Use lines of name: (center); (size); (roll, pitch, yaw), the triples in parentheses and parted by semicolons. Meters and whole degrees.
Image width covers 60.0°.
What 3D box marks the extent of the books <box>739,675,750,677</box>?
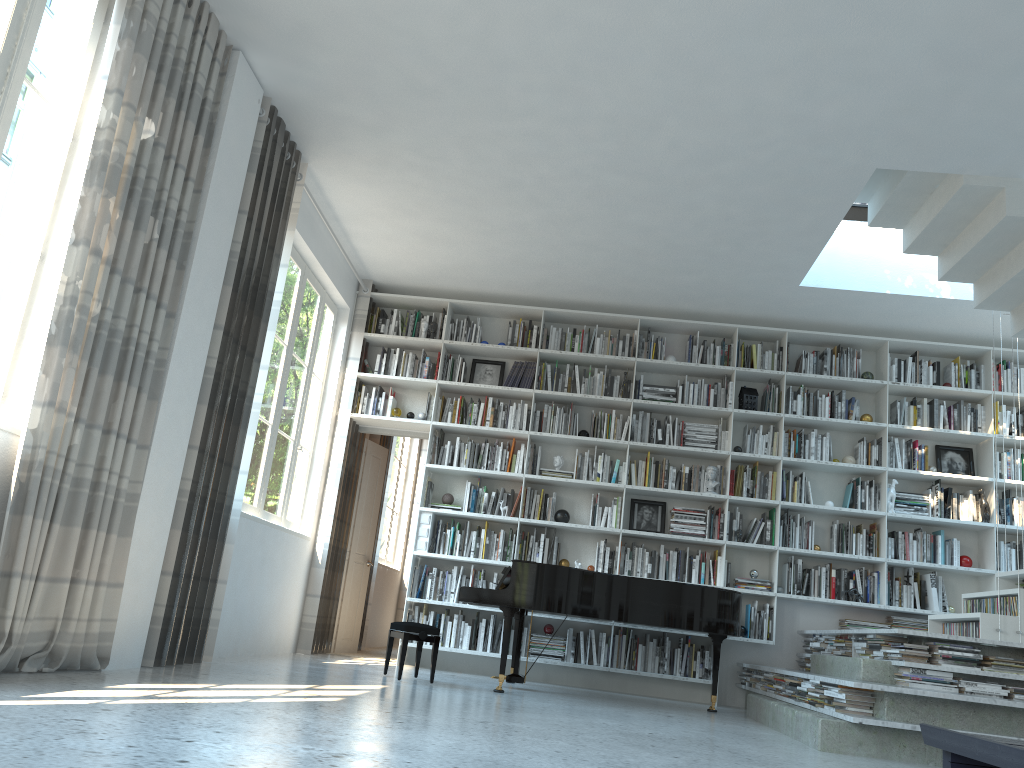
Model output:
books: (1.898, 2.300, 6.953); (0.188, 0.009, 0.211); (6, -15, 4)

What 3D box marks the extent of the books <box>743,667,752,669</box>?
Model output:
books: (1.911, 2.238, 6.969); (0.157, 0.007, 0.269); (4, -15, 10)

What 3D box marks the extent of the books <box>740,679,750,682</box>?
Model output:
books: (1.893, 2.334, 6.944); (0.179, 0.012, 0.262); (5, -15, 8)

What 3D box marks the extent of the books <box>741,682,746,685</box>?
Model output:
books: (1.901, 2.357, 6.937); (0.171, 0.015, 0.242); (6, -15, 5)

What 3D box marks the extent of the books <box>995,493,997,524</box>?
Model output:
books: (3.927, 1.039, 7.276); (0.025, 0.276, 0.161); (6, -15, 5)

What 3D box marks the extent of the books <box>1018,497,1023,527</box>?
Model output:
books: (4.142, 1.066, 7.249); (0.056, 0.260, 0.177); (6, -15, 5)

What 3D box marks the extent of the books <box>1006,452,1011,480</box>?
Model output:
books: (4.082, 0.708, 7.356); (0.026, 0.255, 0.174); (6, -15, 5)

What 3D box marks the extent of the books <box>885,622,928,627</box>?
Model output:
books: (3.159, 1.923, 7.096); (0.285, 0.005, 0.160); (7, -15, 1)

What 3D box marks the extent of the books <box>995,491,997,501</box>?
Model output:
books: (3.946, 1.037, 7.290); (0.010, 0.292, 0.165); (6, -15, 5)

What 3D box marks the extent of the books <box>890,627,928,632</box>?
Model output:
books: (3.158, 1.963, 7.095); (0.285, 0.007, 0.160); (6, -15, 5)

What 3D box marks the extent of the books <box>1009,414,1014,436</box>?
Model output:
books: (4.121, 0.365, 7.363); (0.024, 0.193, 0.190); (6, -15, 5)

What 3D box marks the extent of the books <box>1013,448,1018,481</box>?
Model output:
books: (4.151, 0.698, 7.367); (0.022, 0.296, 0.162); (6, -15, 5)

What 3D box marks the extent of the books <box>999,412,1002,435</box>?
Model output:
books: (4.024, 0.351, 7.376); (0.024, 0.204, 0.166); (6, -15, 5)

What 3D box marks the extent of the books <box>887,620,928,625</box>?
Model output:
books: (3.163, 1.913, 7.101); (0.285, 0.005, 0.160); (6, -15, 2)

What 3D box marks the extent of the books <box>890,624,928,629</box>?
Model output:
books: (3.157, 1.940, 7.099); (0.285, 0.005, 0.160); (5, -15, 6)

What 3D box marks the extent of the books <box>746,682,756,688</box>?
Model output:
books: (1.874, 2.270, 6.657); (0.189, 0.030, 0.238); (6, -15, 5)

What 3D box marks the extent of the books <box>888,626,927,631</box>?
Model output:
books: (3.155, 1.956, 7.097); (0.254, 0.005, 0.161); (6, -15, 5)

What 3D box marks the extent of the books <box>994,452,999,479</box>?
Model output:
books: (4.003, 0.702, 7.367); (0.012, 0.253, 0.161); (6, -15, 5)

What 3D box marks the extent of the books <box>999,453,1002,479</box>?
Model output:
books: (4.023, 0.710, 7.377); (0.026, 0.249, 0.161); (6, -15, 5)

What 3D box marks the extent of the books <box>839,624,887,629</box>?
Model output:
books: (2.825, 1.949, 7.116); (0.345, 0.007, 0.194); (5, -15, 7)

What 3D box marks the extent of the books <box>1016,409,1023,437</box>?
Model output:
books: (4.233, 0.348, 7.363); (0.023, 0.253, 0.190); (6, -15, 5)

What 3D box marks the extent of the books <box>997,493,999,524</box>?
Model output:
books: (3.965, 1.049, 7.296); (0.010, 0.278, 0.148); (6, -15, 5)

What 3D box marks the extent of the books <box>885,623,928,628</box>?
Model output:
books: (3.158, 1.935, 7.100); (0.285, 0.005, 0.160); (6, -15, 4)

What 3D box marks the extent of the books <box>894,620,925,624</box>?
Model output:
books: (3.163, 1.907, 7.098); (0.254, 0.005, 0.161); (7, -15, 0)

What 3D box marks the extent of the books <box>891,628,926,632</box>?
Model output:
books: (3.157, 1.969, 7.091); (0.285, 0.007, 0.160); (5, -15, 6)

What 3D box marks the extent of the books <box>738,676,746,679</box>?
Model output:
books: (1.894, 2.310, 6.950); (0.177, 0.012, 0.279); (7, -15, 1)

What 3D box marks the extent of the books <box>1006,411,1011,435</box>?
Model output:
books: (4.087, 0.349, 7.375); (0.049, 0.223, 0.162); (6, -15, 5)

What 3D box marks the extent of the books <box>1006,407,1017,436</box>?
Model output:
books: (4.149, 0.338, 7.384); (0.023, 0.263, 0.158); (6, -15, 5)

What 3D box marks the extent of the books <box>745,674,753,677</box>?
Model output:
books: (1.922, 2.292, 6.953); (0.136, 0.013, 0.259); (6, -15, 3)

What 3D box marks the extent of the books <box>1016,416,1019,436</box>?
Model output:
books: (4.178, 0.383, 7.412); (0.038, 0.198, 0.171); (6, -15, 5)

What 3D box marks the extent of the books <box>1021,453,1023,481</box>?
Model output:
books: (4.203, 0.718, 7.347); (0.013, 0.259, 0.158); (6, -15, 5)

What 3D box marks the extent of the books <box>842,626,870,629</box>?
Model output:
books: (2.823, 1.962, 7.105); (0.308, 0.008, 0.195); (4, -15, 10)

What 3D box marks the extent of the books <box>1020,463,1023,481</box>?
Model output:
books: (4.180, 0.758, 7.351); (0.027, 0.179, 0.157); (6, -15, 5)

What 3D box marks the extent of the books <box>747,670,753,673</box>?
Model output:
books: (1.929, 2.266, 6.960); (0.133, 0.017, 0.232); (5, -15, 6)

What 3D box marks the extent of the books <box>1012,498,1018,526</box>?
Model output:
books: (4.079, 1.068, 7.253); (0.026, 0.245, 0.181); (6, -15, 5)

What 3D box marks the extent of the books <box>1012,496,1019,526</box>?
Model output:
books: (4.105, 1.064, 7.265); (0.022, 0.264, 0.157); (6, -15, 5)

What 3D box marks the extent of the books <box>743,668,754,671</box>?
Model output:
books: (1.916, 2.249, 6.965); (0.158, 0.014, 0.235); (6, -15, 3)

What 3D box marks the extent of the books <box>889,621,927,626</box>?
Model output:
books: (3.162, 1.918, 7.097); (0.254, 0.005, 0.161); (4, -15, 9)

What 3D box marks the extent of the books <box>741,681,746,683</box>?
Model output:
books: (1.901, 2.345, 6.940); (0.155, 0.009, 0.233); (7, -15, 0)

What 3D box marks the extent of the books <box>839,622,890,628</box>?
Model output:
books: (2.827, 1.935, 7.120); (0.345, 0.007, 0.194); (5, -15, 7)

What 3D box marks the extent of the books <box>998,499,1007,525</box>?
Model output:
books: (4.001, 1.073, 7.287); (0.066, 0.236, 0.144); (6, -15, 5)

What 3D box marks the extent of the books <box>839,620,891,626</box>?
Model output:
books: (2.829, 1.921, 7.124); (0.345, 0.007, 0.194); (6, -15, 3)

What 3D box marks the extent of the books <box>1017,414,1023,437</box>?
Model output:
books: (4.208, 0.371, 7.378); (0.025, 0.211, 0.135); (6, -15, 5)

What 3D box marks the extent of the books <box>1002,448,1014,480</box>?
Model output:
books: (4.103, 0.692, 7.345); (0.014, 0.284, 0.186); (6, -15, 5)

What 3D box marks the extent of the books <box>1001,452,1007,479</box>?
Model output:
books: (4.045, 0.706, 7.348); (0.023, 0.247, 0.182); (6, -15, 5)

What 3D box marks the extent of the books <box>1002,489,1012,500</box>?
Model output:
books: (4.066, 1.035, 7.283); (0.012, 0.321, 0.142); (6, -15, 5)

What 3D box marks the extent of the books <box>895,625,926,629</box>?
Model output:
books: (3.157, 1.945, 7.097); (0.254, 0.005, 0.161); (6, -15, 4)

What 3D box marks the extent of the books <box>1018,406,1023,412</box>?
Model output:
books: (4.258, 0.331, 7.371); (0.022, 0.295, 0.152); (6, -15, 5)

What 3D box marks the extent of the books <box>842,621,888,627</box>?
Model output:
books: (2.828, 1.928, 7.122); (0.308, 0.008, 0.195); (5, -15, 7)

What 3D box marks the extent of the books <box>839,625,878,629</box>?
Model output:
books: (2.824, 1.956, 7.111); (0.345, 0.007, 0.194); (6, -15, 2)

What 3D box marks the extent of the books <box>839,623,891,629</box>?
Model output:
books: (2.825, 1.940, 7.110); (0.345, 0.007, 0.194); (7, -15, 0)

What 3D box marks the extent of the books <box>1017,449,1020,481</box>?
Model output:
books: (4.167, 0.699, 7.354); (0.012, 0.292, 0.166); (6, -15, 5)

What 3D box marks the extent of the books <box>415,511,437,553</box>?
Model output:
books: (-0.725, 1.263, 7.486); (0.106, 0.339, 0.308); (6, -15, 5)

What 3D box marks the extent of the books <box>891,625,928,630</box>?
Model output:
books: (3.156, 1.950, 7.094); (0.285, 0.005, 0.160); (6, -15, 3)

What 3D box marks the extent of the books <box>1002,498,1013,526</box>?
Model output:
books: (4.043, 1.066, 7.257); (0.022, 0.242, 0.171); (6, -15, 5)

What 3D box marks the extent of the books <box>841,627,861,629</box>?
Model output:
books: (2.820, 1.972, 7.116); (0.308, 0.008, 0.195); (6, -15, 5)

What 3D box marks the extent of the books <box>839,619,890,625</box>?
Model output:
books: (2.829, 1.914, 7.126); (0.345, 0.007, 0.194); (5, -15, 7)

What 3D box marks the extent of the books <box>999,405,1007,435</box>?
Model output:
books: (4.051, 0.323, 7.373); (0.026, 0.262, 0.189); (6, -15, 5)

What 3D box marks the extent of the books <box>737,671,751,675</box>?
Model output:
books: (1.892, 2.277, 6.960); (0.191, 0.013, 0.244); (7, -15, 1)
